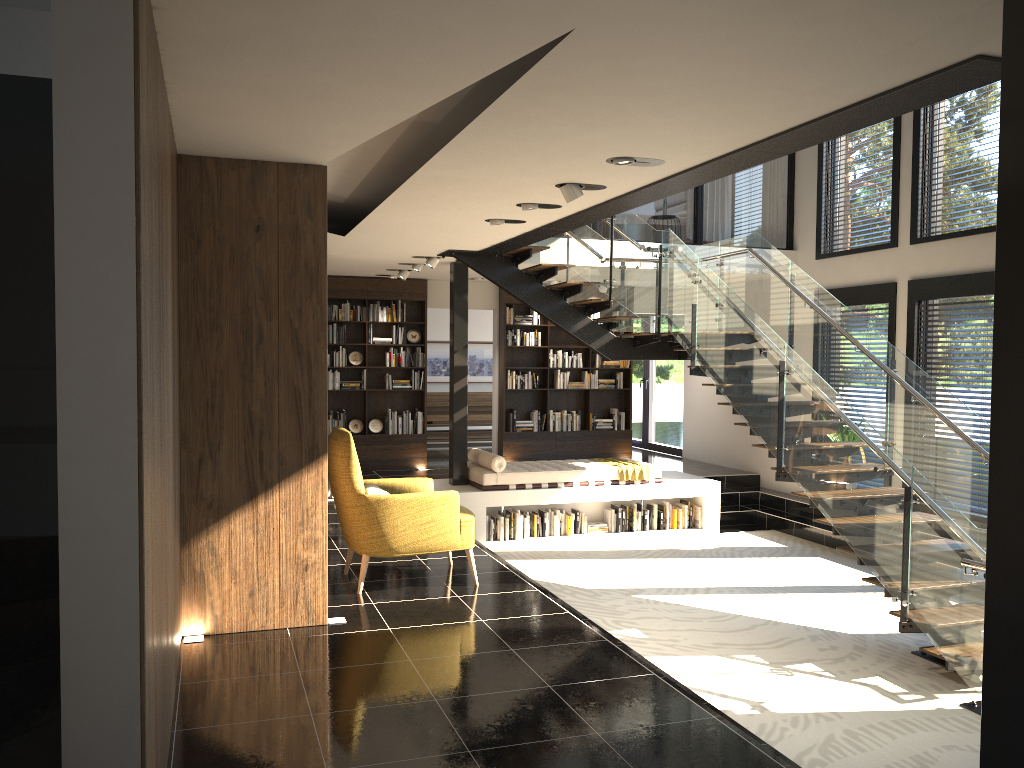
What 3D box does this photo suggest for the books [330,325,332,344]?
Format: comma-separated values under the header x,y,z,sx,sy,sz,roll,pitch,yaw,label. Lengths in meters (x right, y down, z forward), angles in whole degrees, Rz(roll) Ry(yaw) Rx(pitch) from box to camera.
x,y,z,sx,sy,sz,roll,pitch,yaw,label
-2.507,-0.683,12.204,0.032,0.255,0.160,0,2,-19,books

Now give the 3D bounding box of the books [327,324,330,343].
x,y,z,sx,sy,sz,roll,pitch,yaw,label
-2.523,-0.687,12.171,0.019,0.264,0.175,0,2,-19,books

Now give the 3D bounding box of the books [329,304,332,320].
x,y,z,sx,sy,sz,roll,pitch,yaw,label
-2.498,-0.980,12.191,0.026,0.222,0.202,0,2,-19,books

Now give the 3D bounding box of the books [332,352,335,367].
x,y,z,sx,sy,sz,roll,pitch,yaw,label
-2.456,-0.343,12.205,0.016,0.206,0.204,0,2,-19,books

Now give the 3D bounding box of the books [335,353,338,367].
x,y,z,sx,sy,sz,roll,pitch,yaw,label
-2.422,-0.337,12.233,0.025,0.194,0.172,0,2,-19,books

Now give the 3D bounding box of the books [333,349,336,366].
x,y,z,sx,sy,sz,roll,pitch,yaw,label
-2.447,-0.362,12.236,0.020,0.244,0.154,0,2,-19,books

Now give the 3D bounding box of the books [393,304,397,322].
x,y,z,sx,sy,sz,roll,pitch,yaw,label
-1.679,-0.995,12.499,0.064,0.247,0.209,0,2,-19,books

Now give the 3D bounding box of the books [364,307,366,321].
x,y,z,sx,sy,sz,roll,pitch,yaw,label
-2.064,-0.967,12.356,0.024,0.194,0.182,0,2,-19,books

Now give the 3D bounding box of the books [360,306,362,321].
x,y,z,sx,sy,sz,roll,pitch,yaw,label
-2.110,-0.976,12.320,0.039,0.212,0.171,0,2,-19,books

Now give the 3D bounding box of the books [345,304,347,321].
x,y,z,sx,sy,sz,roll,pitch,yaw,label
-2.302,-0.988,12.228,0.025,0.239,0.220,0,2,-19,books

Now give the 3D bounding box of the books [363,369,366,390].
x,y,z,sx,sy,sz,roll,pitch,yaw,label
-2.059,-0.066,12.355,0.018,0.286,0.157,0,2,-19,books

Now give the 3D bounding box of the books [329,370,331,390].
x,y,z,sx,sy,sz,roll,pitch,yaw,label
-2.504,-0.060,12.209,0.018,0.275,0.144,0,2,-19,books

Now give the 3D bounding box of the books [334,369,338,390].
x,y,z,sx,sy,sz,roll,pitch,yaw,label
-2.431,-0.062,12.246,0.032,0.279,0.133,0,2,-19,books

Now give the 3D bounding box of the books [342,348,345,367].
x,y,z,sx,sy,sz,roll,pitch,yaw,label
-2.340,-0.371,12.262,0.021,0.260,0.197,0,2,-19,books

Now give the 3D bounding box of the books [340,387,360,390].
x,y,z,sx,sy,sz,roll,pitch,yaw,label
-2.249,0.060,12.322,0.262,0.032,0.154,0,2,-17,books

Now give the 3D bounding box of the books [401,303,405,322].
x,y,z,sx,sy,sz,roll,pitch,yaw,label
-1.535,-1.002,12.511,0.013,0.262,0.217,0,2,-19,books

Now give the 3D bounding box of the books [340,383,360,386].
x,y,z,sx,sy,sz,roll,pitch,yaw,label
-2.249,0.007,12.322,0.244,0.033,0.142,0,2,-23,books

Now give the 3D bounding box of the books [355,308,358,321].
x,y,z,sx,sy,sz,roll,pitch,yaw,label
-2.164,-0.955,12.290,0.029,0.172,0.187,0,2,-19,books

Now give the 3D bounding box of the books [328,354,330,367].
x,y,z,sx,sy,sz,roll,pitch,yaw,label
-2.535,-0.324,12.208,0.026,0.167,0.173,0,2,-19,books

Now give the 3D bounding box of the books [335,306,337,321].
x,y,z,sx,sy,sz,roll,pitch,yaw,label
-2.428,-0.975,12.229,0.014,0.212,0.184,0,2,-19,books

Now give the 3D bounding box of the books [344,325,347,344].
x,y,z,sx,sy,sz,roll,pitch,yaw,label
-2.314,-0.689,12.274,0.035,0.267,0.133,0,2,-19,books

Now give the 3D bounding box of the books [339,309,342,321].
x,y,z,sx,sy,sz,roll,pitch,yaw,label
-2.377,-0.947,12.236,0.035,0.156,0.186,0,2,-19,books

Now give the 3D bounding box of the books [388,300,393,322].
x,y,z,sx,sy,sz,roll,pitch,yaw,label
-1.703,-1.022,12.445,0.015,0.303,0.251,0,2,-19,books

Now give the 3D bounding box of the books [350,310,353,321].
x,y,z,sx,sy,sz,roll,pitch,yaw,label
-2.239,-0.945,12.310,0.040,0.149,0.125,0,2,-19,books

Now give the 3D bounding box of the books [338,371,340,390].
x,y,z,sx,sy,sz,roll,pitch,yaw,label
-2.407,-0.050,12.274,0.030,0.253,0.138,0,2,-19,books

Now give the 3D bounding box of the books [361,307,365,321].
x,y,z,sx,sy,sz,roll,pitch,yaw,label
-2.076,-0.971,12.316,0.023,0.202,0.201,0,2,-19,books

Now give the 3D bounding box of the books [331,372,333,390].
x,y,z,sx,sy,sz,roll,pitch,yaw,label
-2.489,-0.046,12.242,0.032,0.245,0.120,0,2,-19,books

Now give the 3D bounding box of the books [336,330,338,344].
x,y,z,sx,sy,sz,roll,pitch,yaw,label
-2.418,-0.649,12.204,0.025,0.188,0.181,0,2,-19,books

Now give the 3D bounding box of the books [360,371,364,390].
x,y,z,sx,sy,sz,roll,pitch,yaw,label
-2.090,-0.055,12.370,0.032,0.262,0.157,0,2,-19,books

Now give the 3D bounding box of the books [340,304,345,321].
x,y,z,sx,sy,sz,roll,pitch,yaw,label
-2.336,-0.984,12.230,0.039,0.230,0.205,0,2,-19,books

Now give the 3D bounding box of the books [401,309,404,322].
x,y,z,sx,sy,sz,roll,pitch,yaw,label
-1.561,-0.964,12.527,0.027,0.186,0.220,0,2,-19,books

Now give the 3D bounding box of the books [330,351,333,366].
x,y,z,sx,sy,sz,roll,pitch,yaw,label
-2.499,-0.349,12.227,0.053,0.216,0.151,0,2,-19,books

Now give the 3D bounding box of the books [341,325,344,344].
x,y,z,sx,sy,sz,roll,pitch,yaw,label
-2.342,-0.687,12.264,0.025,0.263,0.147,0,2,-19,books

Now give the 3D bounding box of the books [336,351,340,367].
x,y,z,sx,sy,sz,roll,pitch,yaw,label
-2.405,-0.348,12.264,0.027,0.214,0.159,0,2,-19,books

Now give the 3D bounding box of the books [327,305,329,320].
x,y,z,sx,sy,sz,roll,pitch,yaw,label
-2.533,-0.976,12.153,0.024,0.216,0.210,0,2,-19,books

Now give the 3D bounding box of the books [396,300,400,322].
x,y,z,sx,sy,sz,roll,pitch,yaw,label
-1.605,-1.021,12.472,0.017,0.302,0.266,0,2,-19,books

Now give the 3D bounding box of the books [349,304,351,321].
x,y,z,sx,sy,sz,roll,pitch,yaw,label
-2.260,-0.987,12.278,0.020,0.235,0.206,0,2,-19,books

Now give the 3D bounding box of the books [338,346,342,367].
x,y,z,sx,sy,sz,roll,pitch,yaw,label
-2.376,-0.383,12.246,0.018,0.284,0.198,0,2,-19,books

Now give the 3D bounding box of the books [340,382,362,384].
x,y,z,sx,sy,sz,roll,pitch,yaw,label
-2.246,-0.018,12.309,0.293,0.016,0.174,0,2,-20,books

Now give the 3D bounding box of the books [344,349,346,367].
x,y,z,sx,sy,sz,roll,pitch,yaw,label
-2.326,-0.364,12.290,0.023,0.245,0.133,0,2,-19,books

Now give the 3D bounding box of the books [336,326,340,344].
x,y,z,sx,sy,sz,roll,pitch,yaw,label
-2.404,-0.676,12.246,0.028,0.240,0.148,0,2,-19,books

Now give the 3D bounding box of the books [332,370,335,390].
x,y,z,sx,sy,sz,roll,pitch,yaw,label
-2.460,-0.056,12.245,0.024,0.265,0.147,0,2,-19,books

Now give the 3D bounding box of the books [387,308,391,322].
x,y,z,sx,sy,sz,roll,pitch,yaw,label
-1.738,-0.967,12.481,0.029,0.191,0.177,0,2,-19,books

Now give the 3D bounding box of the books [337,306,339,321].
x,y,z,sx,sy,sz,roll,pitch,yaw,label
-2.415,-0.972,12.252,0.025,0.203,0.156,0,2,-19,books

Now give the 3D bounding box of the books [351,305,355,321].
x,y,z,sx,sy,sz,roll,pitch,yaw,label
-2.203,-0.979,12.311,0.030,0.218,0.165,0,2,-19,books

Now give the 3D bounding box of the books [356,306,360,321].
x,y,z,sx,sy,sz,roll,pitch,yaw,label
-2.144,-0.976,12.316,0.027,0.212,0.180,0,2,-19,books

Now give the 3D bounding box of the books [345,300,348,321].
x,y,z,sx,sy,sz,roll,pitch,yaw,label
-2.284,-1.008,12.233,0.012,0.278,0.227,0,2,-19,books

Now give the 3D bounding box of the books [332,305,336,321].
x,y,z,sx,sy,sz,roll,pitch,yaw,label
-2.460,-0.977,12.212,0.059,0.216,0.159,0,2,-19,books

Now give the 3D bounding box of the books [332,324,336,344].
x,y,z,sx,sy,sz,roll,pitch,yaw,label
-2.448,-0.691,12.205,0.033,0.273,0.189,0,2,-19,books

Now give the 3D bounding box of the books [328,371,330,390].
x,y,z,sx,sy,sz,roll,pitch,yaw,label
-2.522,-0.051,12.193,0.026,0.258,0.192,0,2,-19,books

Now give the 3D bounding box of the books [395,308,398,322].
x,y,z,sx,sy,sz,roll,pitch,yaw,label
-1.635,-0.970,12.503,0.021,0.197,0.200,0,2,-19,books

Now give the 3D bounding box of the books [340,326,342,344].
x,y,z,sx,sy,sz,roll,pitch,yaw,label
-2.364,-0.677,12.251,0.024,0.243,0.144,0,2,-19,books
